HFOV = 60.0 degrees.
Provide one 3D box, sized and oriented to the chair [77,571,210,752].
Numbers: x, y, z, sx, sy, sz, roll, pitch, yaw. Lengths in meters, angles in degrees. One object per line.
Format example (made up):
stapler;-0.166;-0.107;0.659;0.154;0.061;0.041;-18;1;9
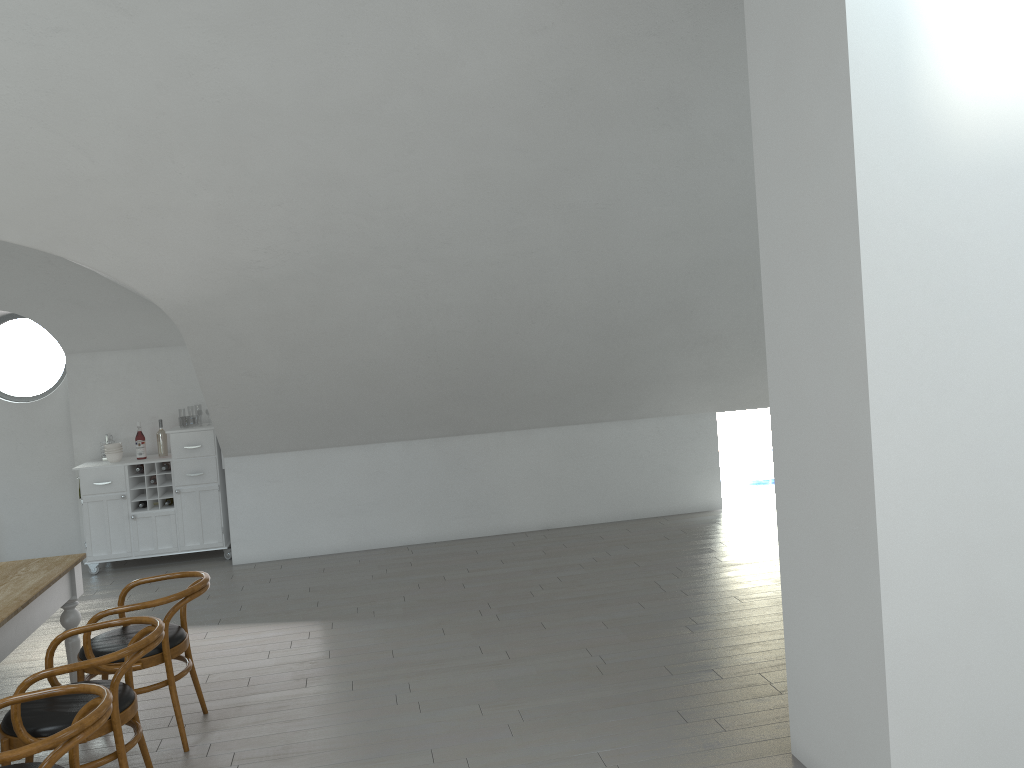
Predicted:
chair;-1.723;1.311;4.192;0.621;0.734;0.528;-4;2;-7

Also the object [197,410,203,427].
object;-2.730;0.301;7.764;0.046;0.143;0.046;-4;2;1

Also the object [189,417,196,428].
object;-2.808;0.338;7.755;0.077;0.085;0.077;-4;3;-2

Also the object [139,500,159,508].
object;-3.149;1.025;7.702;0.156;0.085;0.331;-5;3;-9

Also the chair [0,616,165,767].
chair;-1.661;1.351;3.469;0.622;0.734;0.527;-5;2;-15

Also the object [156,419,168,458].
object;-3.054;0.475;7.733;0.085;0.330;0.085;-3;2;39

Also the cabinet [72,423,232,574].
cabinet;-3.098;0.977;7.763;1.243;1.153;0.610;-5;2;-10

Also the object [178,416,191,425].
object;-2.882;0.336;7.810;0.093;0.093;0.095;-3;3;22

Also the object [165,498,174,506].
object;-2.978;1.014;7.726;0.081;0.081;0.359;-5;3;-12

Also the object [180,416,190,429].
object;-2.824;0.335;7.669;0.081;0.105;0.082;-3;3;28

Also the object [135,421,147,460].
object;-3.232;0.490;7.707;0.081;0.329;0.081;-5;2;-14

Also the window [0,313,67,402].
window;-4.391;-0.238;7.984;0.900;0.899;0.060;-5;2;-10

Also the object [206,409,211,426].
object;-2.671;0.294;7.807;0.046;0.143;0.046;-4;2;1

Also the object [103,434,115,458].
object;-3.575;0.546;7.847;0.115;0.209;0.065;-4;2;-8

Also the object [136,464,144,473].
object;-3.200;0.723;7.683;0.093;0.094;0.359;-5;3;-10

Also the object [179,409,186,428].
object;-2.874;0.302;7.734;0.048;0.169;0.048;-3;2;22

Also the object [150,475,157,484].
object;-3.094;0.825;7.711;0.085;0.085;0.331;-5;3;-10

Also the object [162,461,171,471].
object;-2.994;0.711;7.712;0.087;0.084;0.360;-5;3;-10

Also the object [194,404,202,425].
object;-2.795;0.277;7.907;0.063;0.187;0.063;-5;2;-24

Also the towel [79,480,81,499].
towel;-3.727;0.886;7.699;0.049;0.203;0.150;-4;2;-9

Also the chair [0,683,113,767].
chair;-1.545;1.387;2.750;0.621;0.734;0.528;-5;2;-10

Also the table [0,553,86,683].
table;-2.398;1.403;2.916;1.019;0.798;3.352;-5;3;-10

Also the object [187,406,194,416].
object;-2.852;0.287;7.878;0.054;0.179;0.054;-5;2;-16

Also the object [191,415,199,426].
object;-2.795;0.326;7.836;0.071;0.098;0.071;-4;2;-2

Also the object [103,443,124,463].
object;-3.434;0.594;7.645;0.154;0.160;0.158;-3;3;18
